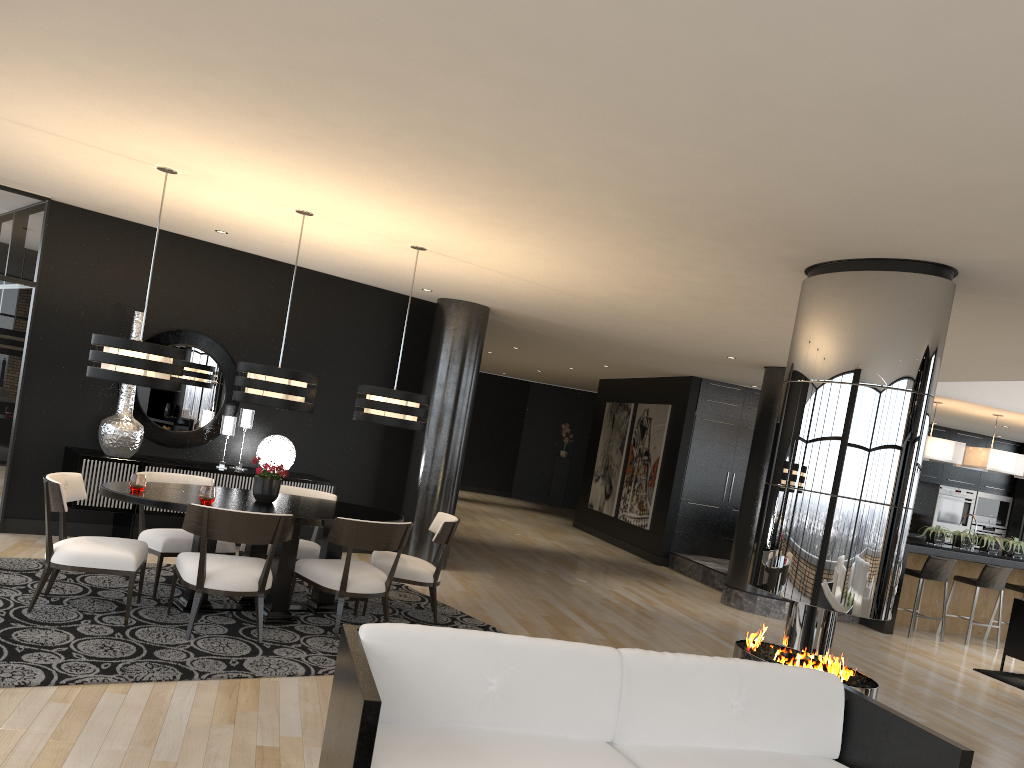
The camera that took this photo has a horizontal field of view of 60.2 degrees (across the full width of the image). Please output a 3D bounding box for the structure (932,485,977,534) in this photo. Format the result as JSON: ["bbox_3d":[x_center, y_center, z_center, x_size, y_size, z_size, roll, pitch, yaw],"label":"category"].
[{"bbox_3d":[6.903,1.972,13.791,0.704,0.708,0.085,10,2,-15],"label":"structure"}]

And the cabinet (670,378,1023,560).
[{"bbox_3d":[5.113,1.674,13.627,5.751,2.532,0.723,10,2,-15],"label":"cabinet"}]

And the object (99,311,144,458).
[{"bbox_3d":[-3.176,0.003,7.319,0.345,1.211,0.340,9,2,-29],"label":"object"}]

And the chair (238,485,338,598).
[{"bbox_3d":[-1.710,1.208,6.723,0.644,0.807,0.614,10,0,-9],"label":"chair"}]

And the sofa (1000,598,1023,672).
[{"bbox_3d":[6.020,2.654,8.685,2.040,0.805,0.834,10,-1,-15],"label":"sofa"}]

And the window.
[{"bbox_3d":[3.736,0.064,5.548,15.998,4.792,10.058,11,-2,-28],"label":"window"}]

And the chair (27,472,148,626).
[{"bbox_3d":[-2.565,0.988,5.375,0.619,0.807,0.639,10,0,-17],"label":"chair"}]

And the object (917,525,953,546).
[{"bbox_3d":[4.951,1.760,10.386,0.405,0.239,0.399,10,-2,10],"label":"object"}]

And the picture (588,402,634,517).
[{"bbox_3d":[1.680,1.249,14.930,0.077,1.877,1.149,9,1,-15],"label":"picture"}]

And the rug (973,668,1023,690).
[{"bbox_3d":[6.265,3.052,7.819,3.045,0.011,2.473,11,-3,-14],"label":"rug"}]

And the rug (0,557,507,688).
[{"bbox_3d":[-1.870,1.546,6.030,3.751,0.011,2.696,12,-4,-38],"label":"rug"}]

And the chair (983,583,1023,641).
[{"bbox_3d":[6.126,2.694,10.569,0.478,0.965,0.516,9,1,-15],"label":"chair"}]

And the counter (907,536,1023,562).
[{"bbox_3d":[5.686,2.050,10.870,3.127,0.032,1.175,11,-3,-15],"label":"counter"}]

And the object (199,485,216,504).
[{"bbox_3d":[-1.877,0.684,5.443,0.096,0.106,0.094,10,0,-26],"label":"object"}]

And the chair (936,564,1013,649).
[{"bbox_3d":[5.461,2.568,10.382,0.478,0.965,0.516,9,1,-15],"label":"chair"}]

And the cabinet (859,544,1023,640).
[{"bbox_3d":[5.595,2.579,10.892,3.127,1.040,1.174,11,-1,-15],"label":"cabinet"}]

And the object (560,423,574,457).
[{"bbox_3d":[1.247,1.290,20.247,0.337,0.788,0.229,10,2,14],"label":"object"}]

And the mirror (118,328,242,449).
[{"bbox_3d":[-2.959,0.045,7.926,1.084,1.080,0.025,10,2,-37],"label":"mirror"}]

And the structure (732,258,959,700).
[{"bbox_3d":[1.784,0.737,4.933,0.590,2.747,0.884,9,2,-27],"label":"structure"}]

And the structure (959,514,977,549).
[{"bbox_3d":[5.597,2.124,11.156,2.788,1.021,0.652,11,1,-16],"label":"structure"}]

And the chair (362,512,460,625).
[{"bbox_3d":[-0.766,1.371,6.719,0.617,0.807,0.640,10,0,-9],"label":"chair"}]

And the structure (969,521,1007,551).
[{"bbox_3d":[7.523,2.441,13.988,0.681,0.446,0.070,10,2,-15],"label":"structure"}]

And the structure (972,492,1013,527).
[{"bbox_3d":[7.603,1.983,13.968,0.679,0.475,0.026,10,2,-15],"label":"structure"}]

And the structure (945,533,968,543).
[{"bbox_3d":[6.780,2.684,13.821,0.704,0.708,0.085,10,2,-15],"label":"structure"}]

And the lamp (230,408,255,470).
[{"bbox_3d":[-2.459,0.503,8.075,0.131,0.551,0.125,10,2,15],"label":"lamp"}]

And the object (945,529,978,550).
[{"bbox_3d":[5.347,1.833,10.471,0.396,0.239,0.407,10,-2,10],"label":"object"}]

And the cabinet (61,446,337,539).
[{"bbox_3d":[-2.769,1.106,7.890,2.255,0.768,0.605,12,-1,-37],"label":"cabinet"}]

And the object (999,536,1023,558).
[{"bbox_3d":[6.125,1.978,10.666,0.405,0.239,0.399,10,-2,10],"label":"object"}]

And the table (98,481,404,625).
[{"bbox_3d":[-1.748,1.183,6.041,2.122,0.770,1.199,12,-2,-36],"label":"table"}]

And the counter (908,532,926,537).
[{"bbox_3d":[5.028,2.123,13.669,2.873,0.034,0.727,11,-3,-15],"label":"counter"}]

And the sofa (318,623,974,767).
[{"bbox_3d":[0.408,1.379,3.042,2.040,0.805,0.834,10,-1,-15],"label":"sofa"}]

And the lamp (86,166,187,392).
[{"bbox_3d":[-2.205,-0.653,5.387,0.539,1.331,0.530,9,2,-38],"label":"lamp"}]

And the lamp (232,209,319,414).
[{"bbox_3d":[-1.500,-0.501,5.935,0.539,1.331,0.530,9,2,-38],"label":"lamp"}]

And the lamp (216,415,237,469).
[{"bbox_3d":[-2.568,0.519,7.923,0.125,0.466,0.131,9,2,-15],"label":"lamp"}]

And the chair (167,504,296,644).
[{"bbox_3d":[-1.741,1.133,5.418,0.647,0.807,0.611,10,0,-27],"label":"chair"}]

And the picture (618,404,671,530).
[{"bbox_3d":[2.042,1.239,13.576,0.077,1.877,1.149,9,1,-15],"label":"picture"}]

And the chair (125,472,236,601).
[{"bbox_3d":[-2.359,1.071,6.265,0.611,0.807,0.647,10,0,38],"label":"chair"}]

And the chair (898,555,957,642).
[{"bbox_3d":[4.712,2.427,10.171,0.478,0.965,0.516,9,1,-15],"label":"chair"}]

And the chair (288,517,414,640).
[{"bbox_3d":[-1.084,1.277,5.973,0.647,0.807,0.611,10,0,-44],"label":"chair"}]

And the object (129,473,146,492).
[{"bbox_3d":[-2.306,0.609,5.440,0.095,0.106,0.096,10,0,19],"label":"object"}]

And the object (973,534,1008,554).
[{"bbox_3d":[5.765,1.921,10.564,0.405,0.217,0.399,10,-2,10],"label":"object"}]

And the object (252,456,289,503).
[{"bbox_3d":[-1.653,0.657,6.001,0.239,0.299,0.227,10,0,-35],"label":"object"}]

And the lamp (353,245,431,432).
[{"bbox_3d":[-0.794,-0.350,6.484,0.539,1.331,0.530,9,2,-38],"label":"lamp"}]
